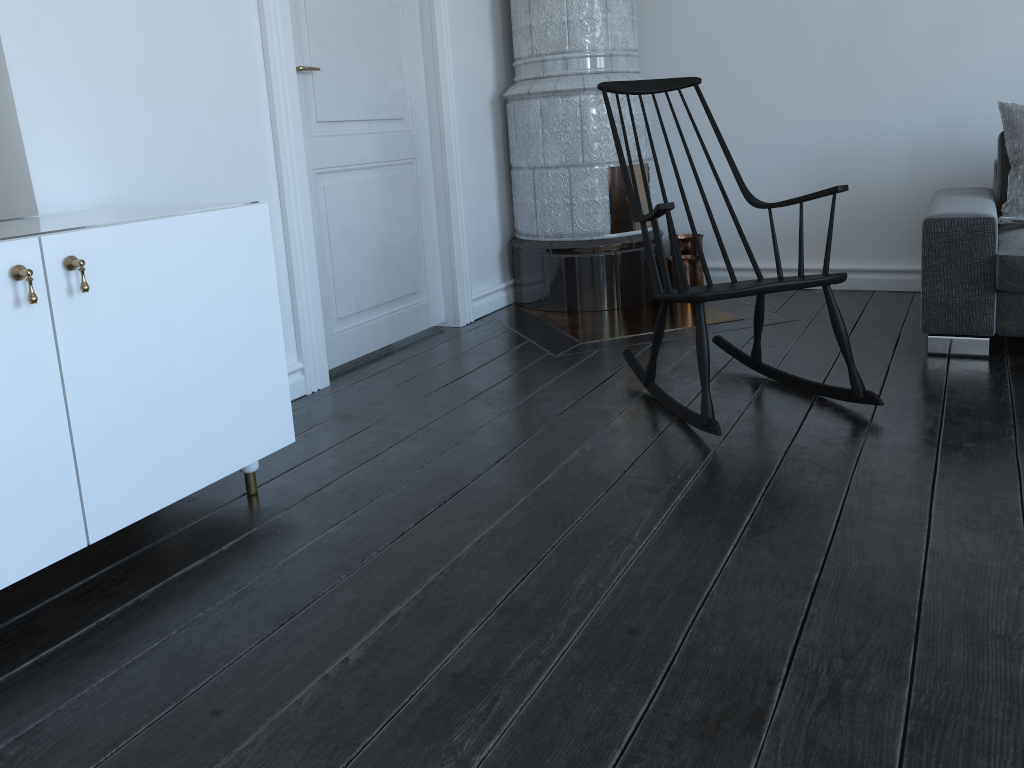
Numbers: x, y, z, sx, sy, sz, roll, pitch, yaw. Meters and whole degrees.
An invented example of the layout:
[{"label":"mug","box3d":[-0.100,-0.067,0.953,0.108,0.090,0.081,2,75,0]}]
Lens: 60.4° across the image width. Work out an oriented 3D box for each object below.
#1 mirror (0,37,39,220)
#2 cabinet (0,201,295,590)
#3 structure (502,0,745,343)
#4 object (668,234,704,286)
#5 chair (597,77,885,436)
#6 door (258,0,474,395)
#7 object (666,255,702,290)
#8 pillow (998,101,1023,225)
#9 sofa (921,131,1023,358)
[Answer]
[{"label":"mirror","box3d":[-1.363,-0.559,1.831,0.054,0.491,0.712,1,15,28]},{"label":"cabinet","box3d":[-1.069,0.060,1.802,0.591,0.719,1.228,2,16,28]},{"label":"structure","box3d":[0.366,-1.775,4.013,0.781,2.831,1.292,-7,11,-16]},{"label":"object","box3d":[0.880,-0.606,4.431,0.173,0.275,0.179,2,13,28]},{"label":"chair","box3d":[0.623,-0.463,2.729,0.615,0.984,0.923,-7,13,-16]},{"label":"door","box3d":[-0.580,-1.322,3.409,0.116,2.424,1.193,1,12,28]},{"label":"object","box3d":[0.836,-0.513,4.263,0.174,0.195,0.176,0,13,18]},{"label":"pillow","box3d":[2.750,-0.754,2.876,2.062,0.482,0.488,6,16,32]},{"label":"sofa","box3d":[2.659,-0.501,2.853,2.378,0.708,1.109,4,16,28]}]
